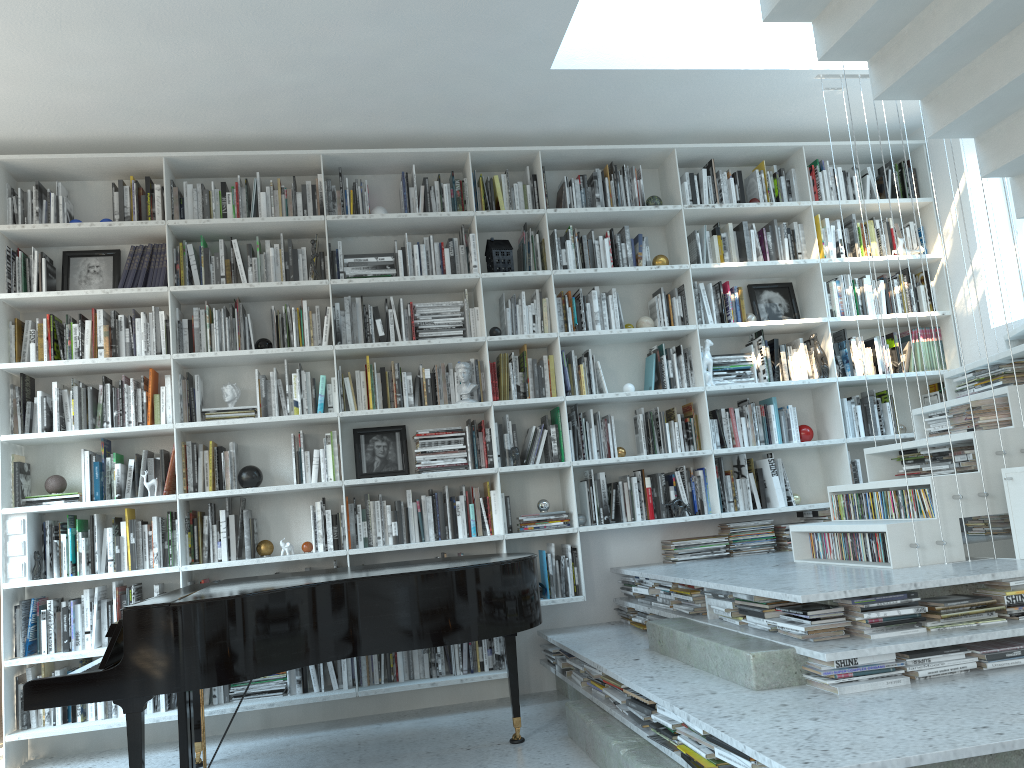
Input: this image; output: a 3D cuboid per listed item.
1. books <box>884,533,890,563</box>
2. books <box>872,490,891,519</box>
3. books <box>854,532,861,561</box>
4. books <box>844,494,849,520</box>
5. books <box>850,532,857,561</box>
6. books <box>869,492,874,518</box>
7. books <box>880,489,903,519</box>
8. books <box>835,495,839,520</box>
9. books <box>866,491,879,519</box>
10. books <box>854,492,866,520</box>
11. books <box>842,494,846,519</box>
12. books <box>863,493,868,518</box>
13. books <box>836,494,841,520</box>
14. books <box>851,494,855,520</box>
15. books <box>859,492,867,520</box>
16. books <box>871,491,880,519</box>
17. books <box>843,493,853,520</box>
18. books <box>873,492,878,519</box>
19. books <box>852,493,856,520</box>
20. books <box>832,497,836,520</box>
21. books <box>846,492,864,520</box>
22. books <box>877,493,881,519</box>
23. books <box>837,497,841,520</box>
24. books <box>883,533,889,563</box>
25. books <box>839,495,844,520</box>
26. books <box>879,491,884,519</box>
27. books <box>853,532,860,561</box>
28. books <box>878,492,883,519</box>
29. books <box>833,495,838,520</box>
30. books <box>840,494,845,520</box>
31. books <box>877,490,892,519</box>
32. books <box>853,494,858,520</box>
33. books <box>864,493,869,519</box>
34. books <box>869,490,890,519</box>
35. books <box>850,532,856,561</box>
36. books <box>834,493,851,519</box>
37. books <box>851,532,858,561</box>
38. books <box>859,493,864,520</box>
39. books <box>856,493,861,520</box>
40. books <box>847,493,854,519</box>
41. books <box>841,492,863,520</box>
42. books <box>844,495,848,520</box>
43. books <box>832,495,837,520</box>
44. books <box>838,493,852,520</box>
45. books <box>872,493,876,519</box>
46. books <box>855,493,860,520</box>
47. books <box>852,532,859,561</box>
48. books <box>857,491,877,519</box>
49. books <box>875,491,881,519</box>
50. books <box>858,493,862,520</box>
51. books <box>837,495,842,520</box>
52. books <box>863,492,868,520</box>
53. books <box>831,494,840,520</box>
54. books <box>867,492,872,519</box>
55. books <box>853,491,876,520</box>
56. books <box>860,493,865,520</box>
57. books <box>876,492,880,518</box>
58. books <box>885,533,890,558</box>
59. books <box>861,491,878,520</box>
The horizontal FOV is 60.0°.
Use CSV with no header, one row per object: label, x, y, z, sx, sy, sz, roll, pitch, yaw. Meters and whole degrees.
books,1.658,0.695,3.788,0.125,0.125,0.007,-4,-8,-11
books,1.739,0.559,4.112,0.125,0.125,0.007,-4,-8,-11
books,1.617,0.733,4.019,0.125,0.125,0.007,-4,-8,-11
books,1.697,0.598,4.347,0.125,0.125,0.008,-4,-8,-11
books,1.612,0.738,4.048,0.125,0.125,0.008,-4,-8,-11
books,1.735,0.563,4.135,0.125,0.125,0.010,-4,-8,-11
books,1.750,0.549,4.051,0.125,0.125,0.008,-4,-8,-11
books,1.682,0.612,4.435,0.125,0.125,0.008,-4,-8,-11
books,1.729,0.568,4.167,0.125,0.125,0.007,-4,-8,-11
books,1.712,0.584,4.263,0.125,0.125,0.008,-4,-8,-11
books,1.693,0.601,4.369,0.125,0.125,0.007,-4,-8,-11
books,1.726,0.571,4.184,0.125,0.125,0.010,-4,-8,-11
books,1.683,0.611,4.428,0.125,0.125,0.009,-4,-8,-11
books,1.707,0.589,4.293,0.125,0.125,0.009,-4,-8,-11
books,1.719,0.578,4.225,0.125,0.125,0.007,-4,-8,-11
books,1.736,0.561,4.127,0.125,0.125,0.007,-4,-8,-11
books,1.695,0.600,4.362,0.125,0.125,0.007,-4,-8,-11
books,1.740,0.558,4.104,0.125,0.125,0.010,-4,-8,-11
books,1.708,0.587,4.285,0.125,0.125,0.007,-4,-8,-11
books,1.677,0.617,4.464,0.125,0.125,0.008,-4,-8,-11
books,1.699,0.596,4.338,0.125,0.125,0.010,-4,-8,-11
books,1.745,0.554,4.080,0.125,0.125,0.008,-4,-8,-11
books,1.685,0.610,4.420,0.125,0.125,0.007,-4,-8,-11
books,1.656,0.696,3.797,0.125,0.125,0.009,-4,-8,-11
books,1.689,0.606,4.395,0.125,0.125,0.012,-4,-8,-11
books,1.748,0.550,4.058,0.125,0.125,0.007,-4,-8,-11
books,1.616,0.734,4.027,0.125,0.125,0.008,-4,-8,-11
books,1.747,0.551,4.066,0.125,0.125,0.008,-4,-8,-11
books,1.679,0.615,4.449,0.125,0.125,0.008,-4,-8,-11
books,1.691,0.604,4.385,0.125,0.125,0.008,-4,-8,-11
books,1.746,0.552,4.073,0.125,0.125,0.008,-4,-8,-11
books,1.711,0.585,4.271,0.125,0.125,0.008,-4,-8,-11
books,1.728,0.569,4.176,0.125,0.125,0.009,-4,-8,-11
books,1.733,0.565,4.146,0.125,0.125,0.014,-4,-8,-11
books,1.611,0.739,4.056,0.125,0.125,0.008,-4,-8,-11
books,1.681,0.613,4.442,0.125,0.125,0.007,-4,-8,-11
books,1.613,0.737,4.041,0.125,0.125,0.008,-4,-8,-11
books,1.720,0.576,4.218,0.125,0.125,0.008,-4,-8,-11
books,1.715,0.581,4.247,0.125,0.125,0.008,-4,-8,-11
books,1.701,0.594,4.327,0.125,0.125,0.010,-4,-8,-11
books,1.692,0.603,4.376,0.125,0.125,0.007,-4,-8,-11
books,1.696,0.599,4.354,0.125,0.125,0.008,-4,-8,-11
books,1.678,0.616,4.457,0.125,0.125,0.009,-4,-8,-11
books,1.687,0.607,4.404,0.125,0.125,0.010,-4,-8,-11
books,1.738,0.560,4.119,0.125,0.125,0.007,-4,-8,-11
books,1.714,0.583,4.255,0.125,0.125,0.008,-4,-8,-11
books,1.615,0.735,4.034,0.125,0.125,0.008,-4,-8,-11
books,1.716,0.580,4.240,0.125,0.125,0.007,-4,-8,-11
books,1.742,0.556,4.095,0.125,0.125,0.008,-4,-8,-11
books,1.718,0.579,4.233,0.125,0.125,0.007,-4,-8,-11
books,1.686,0.609,4.413,0.125,0.125,0.008,-4,-8,-11
books,1.724,0.573,4.195,0.125,0.125,0.012,-4,-8,-11
books,1.675,0.619,4.473,0.125,0.125,0.008,-4,-8,-11
books,1.731,0.566,4.157,0.125,0.125,0.010,-4,-8,-11
books,1.710,0.586,4.278,0.125,0.125,0.008,-4,-8,-11
books,1.721,0.575,4.211,0.125,0.125,0.008,-4,-8,-11
books,1.743,0.555,4.087,0.125,0.125,0.008,-4,-8,-11
books,1.660,0.693,3.779,0.125,0.125,0.010,-4,-8,-11
books,1.723,0.574,4.205,0.125,0.125,0.008,-4,-8,-11
